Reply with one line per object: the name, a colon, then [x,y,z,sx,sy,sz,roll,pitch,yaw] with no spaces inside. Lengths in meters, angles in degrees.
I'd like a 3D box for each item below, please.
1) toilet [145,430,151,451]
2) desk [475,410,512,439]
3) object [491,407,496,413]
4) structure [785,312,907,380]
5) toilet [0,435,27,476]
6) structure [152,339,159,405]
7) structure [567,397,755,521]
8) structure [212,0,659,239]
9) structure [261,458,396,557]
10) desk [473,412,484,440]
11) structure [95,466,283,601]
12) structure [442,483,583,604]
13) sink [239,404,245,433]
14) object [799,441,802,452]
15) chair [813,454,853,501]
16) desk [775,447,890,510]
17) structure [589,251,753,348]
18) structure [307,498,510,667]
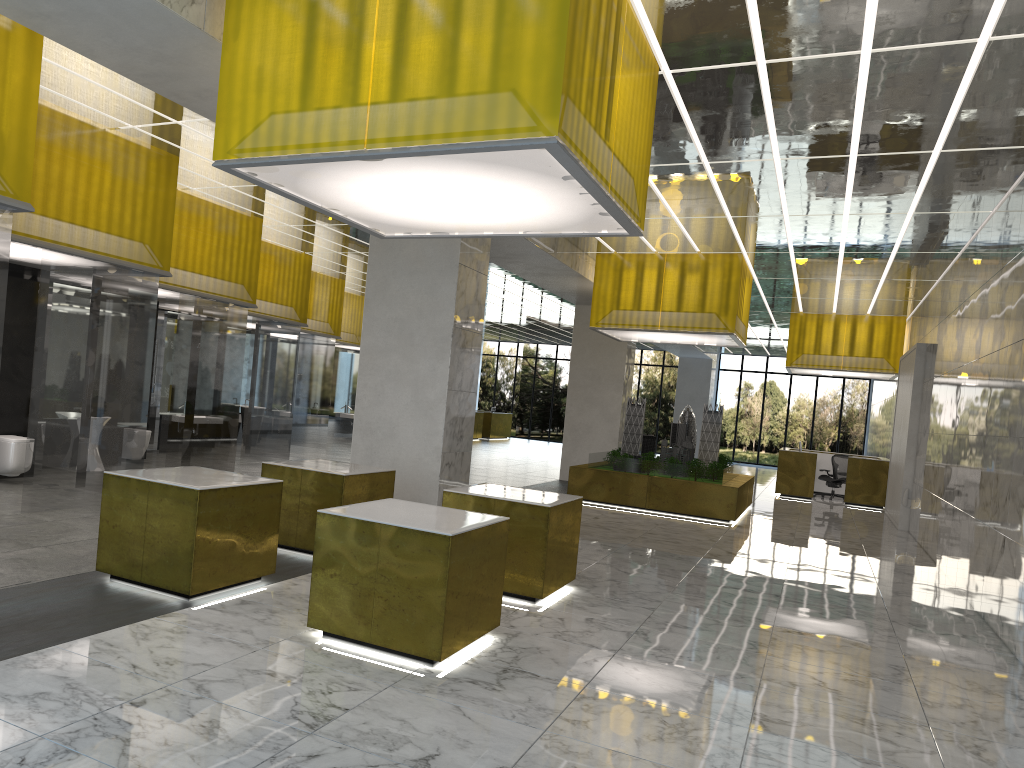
toilet: [-9.013,1.418,20.208,0.875,0.694,0.490,5,0,26]
desk: [-2.087,2.316,49.911,3.349,1.509,3.351,5,-1,24]
object: [-1.190,1.667,49.481,0.573,0.668,0.722,5,0,23]
structure: [10.895,-1.454,28.028,3.389,2.270,2.999,5,0,24]
toilet: [-9.009,1.294,15.317,0.870,0.687,0.486,5,0,26]
structure: [-9.735,-0.335,22.808,0.388,1.791,0.382,6,1,24]
structure: [4.054,1.705,21.902,4.027,2.572,4.956,5,-1,23]
structure: [-0.545,-2.876,8.264,3.388,2.270,3.120,5,0,24]
structure: [-2.572,1.720,11.876,1.421,1.174,1.389,5,0,24]
desk: [-3.648,2.090,45.587,3.349,1.509,3.351,5,-1,24]
structure: [-3.494,1.587,9.322,1.421,1.174,1.389,5,0,24]
structure: [-0.012,1.928,10.521,1.421,1.174,1.389,5,0,24]
sink: [-8.677,1.285,28.447,0.802,1.515,0.992,5,0,-26]
object: [9.765,2.261,28.517,0.573,0.668,0.722,5,0,23]
chair: [10.589,3.041,27.880,0.970,1.494,1.191,5,0,-42]
desk: [10.517,3.043,28.074,3.349,1.509,3.351,5,-1,24]
structure: [3.946,-2.228,20.705,3.389,2.270,3.121,5,0,24]
structure: [-0.935,1.794,7.962,1.421,1.174,1.389,5,0,24]
